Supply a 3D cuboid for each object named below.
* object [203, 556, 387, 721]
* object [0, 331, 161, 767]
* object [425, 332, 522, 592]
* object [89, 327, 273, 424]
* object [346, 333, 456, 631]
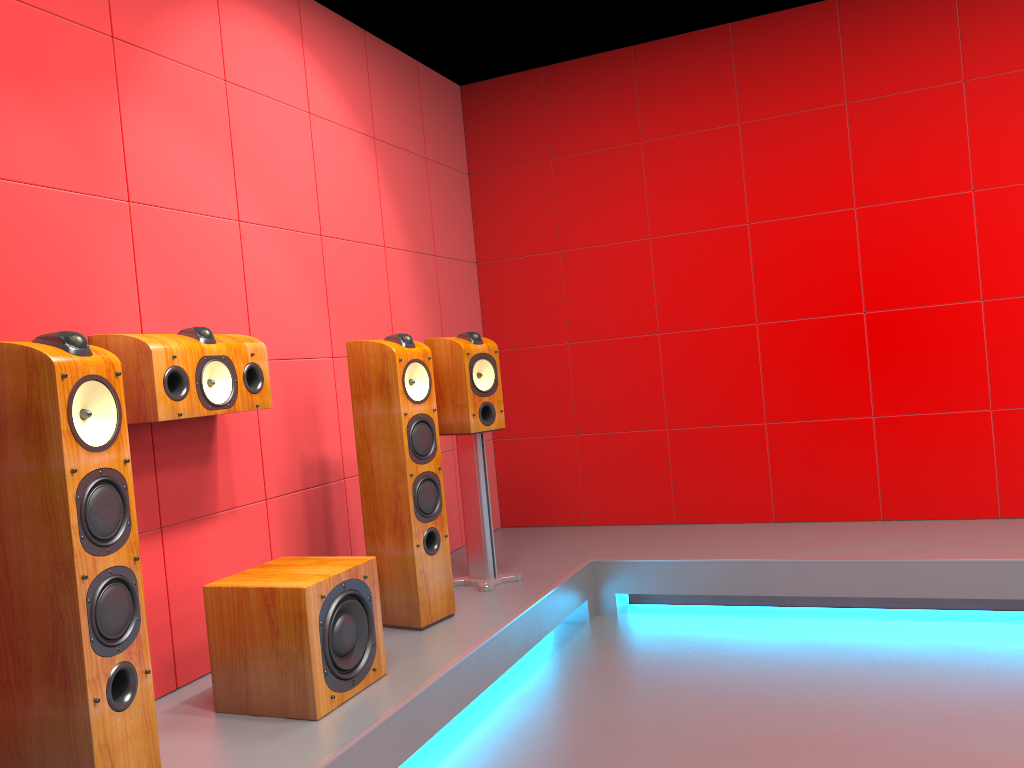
[{"bbox_3d":[-0.620,0.723,2.589,0.360,0.360,0.360,-5,1,23],"label":"object"},{"bbox_3d":[-0.948,0.417,1.885,0.238,1.052,0.203,-5,1,13],"label":"object"},{"bbox_3d":[-0.169,0.312,3.740,0.265,1.058,0.231,-4,1,43],"label":"object"},{"bbox_3d":[-0.989,-0.034,2.703,0.235,0.271,0.493,-5,1,23],"label":"object"},{"bbox_3d":[-0.402,0.345,3.243,0.238,1.052,0.203,-5,1,33],"label":"object"}]
